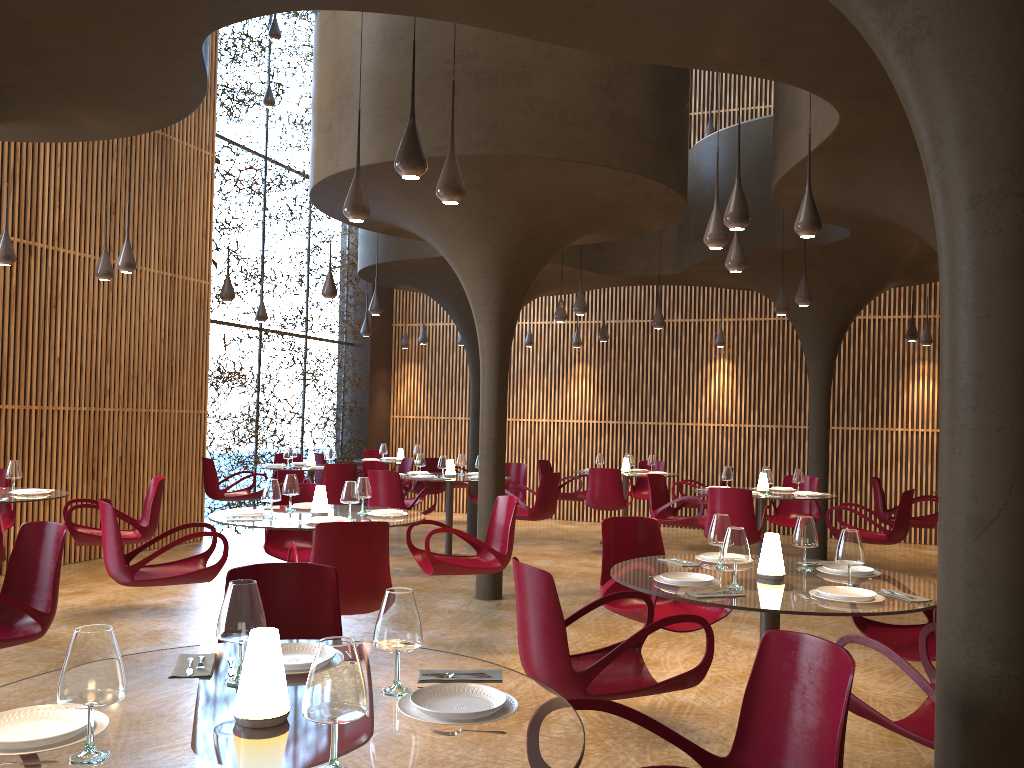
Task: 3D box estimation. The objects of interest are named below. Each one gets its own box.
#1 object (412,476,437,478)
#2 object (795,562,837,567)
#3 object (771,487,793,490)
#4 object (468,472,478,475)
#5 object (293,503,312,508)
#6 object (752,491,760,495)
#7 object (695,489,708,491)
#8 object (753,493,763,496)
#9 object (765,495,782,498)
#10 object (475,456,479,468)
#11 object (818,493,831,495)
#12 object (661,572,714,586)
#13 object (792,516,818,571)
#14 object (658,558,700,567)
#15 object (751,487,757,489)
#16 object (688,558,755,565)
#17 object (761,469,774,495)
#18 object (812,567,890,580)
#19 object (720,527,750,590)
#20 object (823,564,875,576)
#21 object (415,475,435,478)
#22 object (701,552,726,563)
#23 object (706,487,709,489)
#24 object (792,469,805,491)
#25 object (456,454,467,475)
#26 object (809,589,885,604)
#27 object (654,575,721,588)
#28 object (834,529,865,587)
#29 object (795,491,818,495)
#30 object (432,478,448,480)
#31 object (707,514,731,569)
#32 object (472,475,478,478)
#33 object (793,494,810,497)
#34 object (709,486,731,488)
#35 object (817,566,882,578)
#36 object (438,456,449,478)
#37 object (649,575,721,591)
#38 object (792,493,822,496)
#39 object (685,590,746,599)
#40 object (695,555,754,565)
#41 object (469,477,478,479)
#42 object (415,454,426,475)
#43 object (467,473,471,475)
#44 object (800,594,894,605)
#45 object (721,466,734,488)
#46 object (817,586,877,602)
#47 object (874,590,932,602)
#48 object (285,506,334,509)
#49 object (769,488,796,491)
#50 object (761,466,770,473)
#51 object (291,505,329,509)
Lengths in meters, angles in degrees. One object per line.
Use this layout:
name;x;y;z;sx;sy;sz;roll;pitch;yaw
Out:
object;-1.138;1.222;11.615;0.332;0.014;0.332;1;-2;14
object;1.784;1.044;5.136;0.262;0.017;0.126;2;-2;-14
object;3.362;1.304;11.026;0.263;0.029;0.263;1;-2;22
object;-0.486;1.264;12.469;0.263;0.029;0.263;1;-2;22
object;-1.719;1.033;7.516;0.263;0.029;0.263;2;-2;-8
object;2.709;1.253;10.172;0.263;0.029;0.263;0;-3;39
object;2.352;1.281;10.671;0.262;0.017;0.126;0;-3;38
object;2.709;1.263;10.172;0.332;0.014;0.332;1;-2;11
object;2.942;1.268;9.980;0.126;0.017;0.262;0;-3;36
object;-0.429;1.120;12.023;0.142;0.295;0.142;2;-1;-5
object;3.653;1.310;10.561;0.262;0.017;0.126;-1;-3;41
object;0.876;0.976;4.426;0.263;0.029;0.263;3;-3;-33
object;1.637;0.889;4.952;0.142;0.295;0.142;2;-1;-37
object;0.952;1.020;5.061;0.126;0.017;0.262;2;-2;-23
object;3.115;1.322;11.201;0.126;0.017;0.262;0;-3;32
object;1.240;1.025;5.165;0.411;0.012;0.204;3;-3;-27
object;2.941;1.134;10.220;0.142;0.295;0.142;1;-1;13
object;1.839;1.027;4.834;0.204;0.012;0.411;2;-2;-18
object;1.090;0.850;4.329;0.142;0.295;0.142;1;-1;15
object;1.838;1.017;4.838;0.263;0.029;0.263;1;-2;19
object;-1.138;1.213;11.615;0.263;0.029;0.263;0;-3;30
object;1.237;1.014;5.163;0.263;0.029;0.263;3;-3;-33
object;2.551;1.288;10.899;0.332;0.014;0.332;4;-3;-42
object;3.419;1.160;10.581;0.142;0.295;0.142;2;-1;-5
object;-0.707;1.128;12.407;0.142;0.295;0.142;1;-1;8
object;1.562;0.991;4.138;0.332;0.014;0.332;4;-3;-44
object;0.875;0.985;4.426;0.332;0.014;0.332;1;-2;18
object;1.658;0.865;4.354;0.142;0.295;0.142;2;-1;-42
object;3.441;1.279;10.347;0.263;0.029;0.263;0;-3;29
object;-0.905;1.228;11.422;0.126;0.017;0.262;0;-3;36
object;1.163;0.876;4.945;0.142;0.295;0.142;2;-1;-13
object;-0.407;1.238;11.790;0.263;0.029;0.263;-1;-3;45
object;3.438;1.290;10.343;0.204;0.012;0.411;0;-3;37
object;2.551;1.278;10.899;0.263;0.029;0.263;0;-3;28
object;1.837;1.026;4.838;0.332;0.014;0.332;0;-3;25
object;-0.907;1.093;11.663;0.142;0.295;0.142;1;-1;13
object;0.873;0.987;4.430;0.204;0.012;0.411;2;-2;-22
object;3.440;1.289;10.347;0.332;0.014;0.332;3;-3;-35
object;0.948;0.982;4.132;0.262;0.017;0.126;2;-2;-17
object;1.236;1.024;5.163;0.332;0.014;0.332;0;-3;28
object;-0.407;1.248;11.790;0.332;0.014;0.332;3;-3;-39
object;-1.253;1.102;12.114;0.142;0.295;0.142;2;-1;-31
object;-0.486;1.273;12.469;0.332;0.014;0.332;1;-2;3
object;1.558;0.992;4.136;0.411;0.012;0.204;2;-2;-23
object;2.595;1.143;10.671;0.142;0.295;0.142;2;-1;-31
object;1.562;0.982;4.139;0.263;0.029;0.263;-1;-3;42
object;1.853;1.009;4.219;0.126;0.017;0.262;2;-2;-19
object;-1.715;1.044;7.518;0.411;0.012;0.204;2;-2;-19
object;3.362;1.314;11.026;0.332;0.014;0.332;1;-2;3
object;3.141;1.169;10.965;0.142;0.295;0.142;2;-1;-37
object;-1.719;1.043;7.516;0.332;0.014;0.332;0;-3;37
